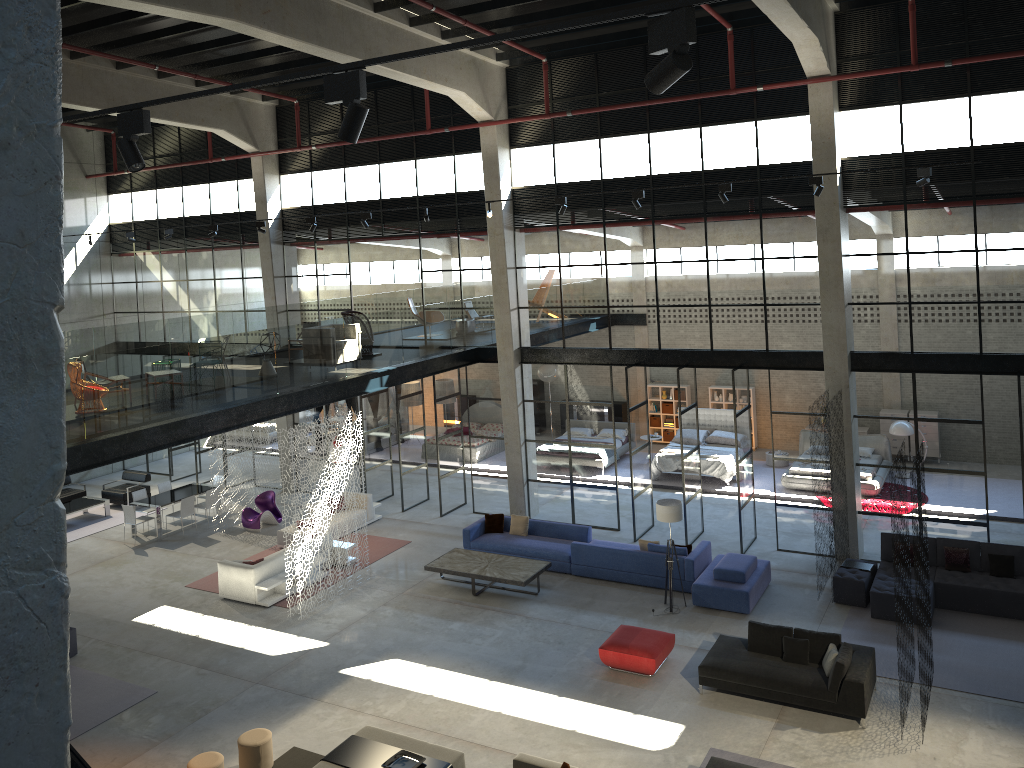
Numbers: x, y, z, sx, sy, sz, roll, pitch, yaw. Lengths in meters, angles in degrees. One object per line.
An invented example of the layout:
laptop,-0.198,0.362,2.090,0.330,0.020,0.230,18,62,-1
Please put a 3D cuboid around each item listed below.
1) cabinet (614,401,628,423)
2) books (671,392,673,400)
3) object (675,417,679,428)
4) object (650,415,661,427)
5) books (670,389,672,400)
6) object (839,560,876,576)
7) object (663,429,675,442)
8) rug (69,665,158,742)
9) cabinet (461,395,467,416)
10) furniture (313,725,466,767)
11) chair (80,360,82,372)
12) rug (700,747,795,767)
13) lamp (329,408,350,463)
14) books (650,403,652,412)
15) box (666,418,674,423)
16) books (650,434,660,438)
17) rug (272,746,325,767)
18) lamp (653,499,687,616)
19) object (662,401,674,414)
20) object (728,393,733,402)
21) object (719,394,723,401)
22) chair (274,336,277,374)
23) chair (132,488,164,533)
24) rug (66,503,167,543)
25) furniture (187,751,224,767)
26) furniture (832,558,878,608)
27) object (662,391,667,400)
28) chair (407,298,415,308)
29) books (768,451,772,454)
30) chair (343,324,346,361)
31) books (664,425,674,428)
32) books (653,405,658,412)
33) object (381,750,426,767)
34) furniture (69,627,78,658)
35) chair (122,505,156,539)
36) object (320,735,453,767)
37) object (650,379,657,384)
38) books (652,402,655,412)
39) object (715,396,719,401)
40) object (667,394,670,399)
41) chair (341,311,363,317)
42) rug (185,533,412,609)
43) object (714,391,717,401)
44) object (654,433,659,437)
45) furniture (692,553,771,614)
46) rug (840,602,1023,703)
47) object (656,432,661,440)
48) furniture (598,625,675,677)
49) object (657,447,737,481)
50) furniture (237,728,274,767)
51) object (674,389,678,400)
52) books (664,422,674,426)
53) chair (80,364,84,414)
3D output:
cabinet,2.526,1.119,27.022,2.079,1.156,0.453,1,4,29
books,4.730,0.281,25.746,0.087,0.319,0.255,-2,4,30
object,4.982,1.117,25.601,0.323,0.296,0.327,0,6,29
object,4.295,1.096,25.989,0.323,0.296,0.327,0,6,29
books,4.700,0.280,25.762,0.087,0.319,0.255,-2,4,30
object,5.781,3.079,14.686,0.517,0.099,0.304,3,10,34
object,4.660,1.518,25.801,0.323,0.296,0.327,0,6,29
rug,-7.101,4.660,11.616,2.644,0.020,3.671,2,10,29
cabinet,-1.737,0.973,29.354,1.039,1.157,0.453,0,3,30
furniture,-1.514,4.474,9.671,1.446,0.397,1.555,2,10,29
chair,-6.850,-0.058,14.632,0.786,0.767,0.631,-7,5,-35
rug,3.303,4.618,8.423,3.624,0.020,2.679,2,10,29
lamp,-3.611,1.037,18.213,0.439,1.097,0.442,-2,2,38
books,4.127,0.697,26.071,0.019,0.260,0.177,-3,3,30
box,4.658,1.081,25.842,0.213,0.108,0.133,1,7,29
books,3.814,1.389,23.453,0.229,0.042,0.304,-2,9,4
rug,-1.791,4.809,8.916,3.624,0.020,2.679,2,10,29
lamp,2.577,2.837,14.362,0.428,1.738,0.673,-2,2,27
object,4.622,0.695,25.787,0.323,0.296,0.327,0,6,29
object,6.225,0.381,24.833,0.166,0.250,0.166,-4,3,-15
object,5.955,0.389,25.015,0.100,0.203,0.100,-5,3,-32
chair,-4.818,-0.578,17.134,0.565,0.798,0.609,-3,4,-3
chair,-8.427,2.916,20.280,0.544,0.868,0.423,-1,3,30
rug,-10.470,3.344,21.005,2.407,0.025,3.430,2,10,29
furniture,-3.509,4.515,10.074,0.400,0.399,0.404,2,7,44
furniture,5.711,3.285,14.572,0.508,0.453,0.970,1,8,34
object,4.471,0.327,25.757,0.154,0.247,0.155,-2,3,21
chair,-2.201,-1.790,23.164,0.981,1.024,0.793,-6,5,-32
books,6.716,1.775,22.690,0.134,0.021,0.195,2,10,29
chair,-3.641,-0.756,17.758,0.803,0.829,0.993,0,6,29
books,4.656,1.221,25.825,0.308,0.055,0.232,2,10,29
books,4.254,0.728,26.010,0.074,0.203,0.160,-2,4,30
object,-1.200,4.211,9.734,0.386,0.036,0.390,3,11,33
furniture,-7.416,4.093,13.850,0.958,0.454,0.514,0,6,24
chair,-8.258,3.045,19.413,0.419,0.868,0.550,-2,3,30
object,-1.419,4.274,9.852,1.471,0.086,0.542,2,10,29
object,4.205,-0.082,26.153,0.233,0.151,0.053,0,3,27
books,4.206,0.689,26.019,0.048,0.286,0.186,-2,3,30
object,5.841,0.419,25.005,0.110,0.156,0.111,0,5,41
object,4.598,0.362,25.862,0.185,0.131,0.186,-4,6,-7
chair,-3.450,-1.138,19.607,0.687,0.983,0.834,-3,4,0
rug,-4.140,3.569,17.491,2.644,0.020,3.671,2,10,29
object,5.835,0.343,25.139,0.095,0.261,0.095,-3,2,-10
object,3.848,1.354,23.444,0.168,0.090,0.170,-4,7,-9
furniture,3.729,3.259,14.855,0.948,0.552,1.555,1,9,29
rug,6.624,3.793,12.505,3.624,0.020,2.679,2,10,29
object,4.323,1.537,25.967,0.139,0.235,0.139,-4,3,-24
furniture,1.816,3.832,12.655,0.853,0.374,0.864,1,9,29
object,4.591,1.965,21.826,2.278,0.656,0.658,2,7,32
furniture,-3.076,4.420,10.529,0.399,0.399,0.405,-1,5,19
object,4.947,0.307,25.586,0.323,0.296,0.327,0,6,29
books,4.653,1.165,25.825,0.282,0.055,0.232,2,10,29
chair,-6.614,0.037,13.699,0.569,0.793,0.594,-3,4,-5
